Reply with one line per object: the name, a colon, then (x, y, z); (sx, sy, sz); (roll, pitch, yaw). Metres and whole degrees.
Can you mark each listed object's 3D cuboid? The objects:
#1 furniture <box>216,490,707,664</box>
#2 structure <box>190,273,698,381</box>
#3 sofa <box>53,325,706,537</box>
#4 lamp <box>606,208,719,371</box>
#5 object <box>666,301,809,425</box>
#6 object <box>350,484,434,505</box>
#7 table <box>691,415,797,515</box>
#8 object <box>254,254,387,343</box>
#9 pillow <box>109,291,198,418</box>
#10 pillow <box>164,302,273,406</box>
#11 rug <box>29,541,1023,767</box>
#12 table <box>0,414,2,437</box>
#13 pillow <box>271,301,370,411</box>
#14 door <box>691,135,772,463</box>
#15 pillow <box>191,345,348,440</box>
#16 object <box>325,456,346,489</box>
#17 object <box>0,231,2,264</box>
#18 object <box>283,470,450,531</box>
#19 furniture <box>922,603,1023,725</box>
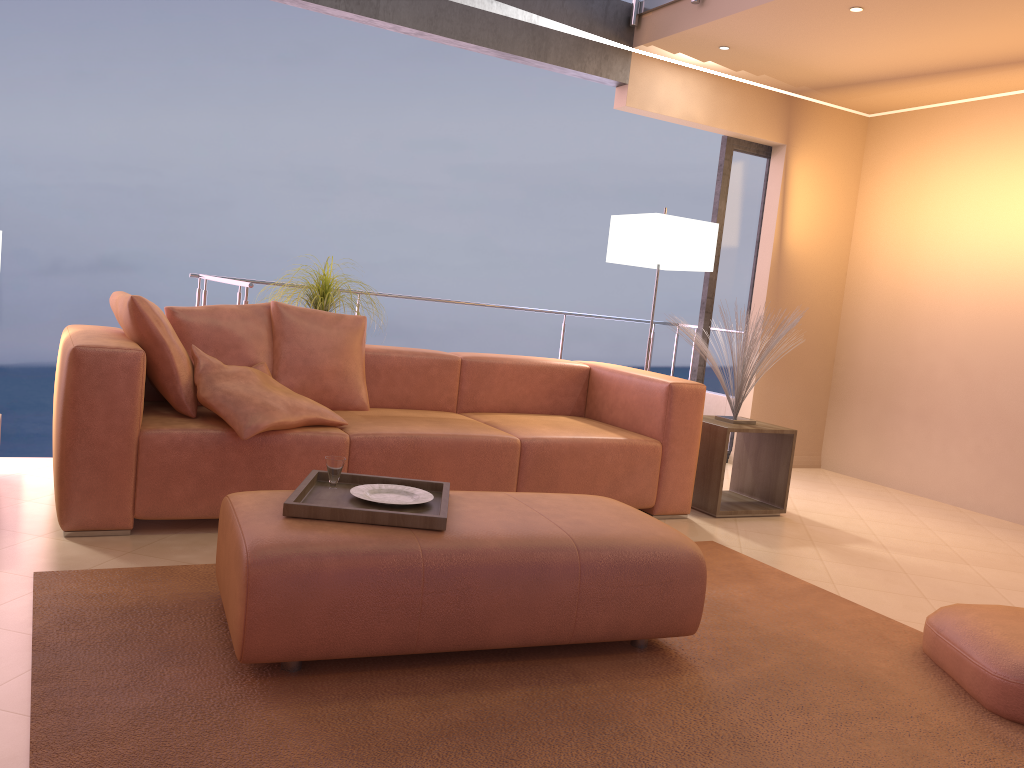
furniture: (-0.155, 0.506, 2.574); (1.291, 0.301, 0.685); (4, 6, -23)
structure: (0.039, -0.260, 6.216); (4.176, 0.541, 1.663); (3, 6, -28)
sofa: (-0.505, 0.194, 4.006); (2.781, 0.672, 0.943); (3, 6, -28)
lamp: (0.816, -0.251, 5.266); (0.454, 1.578, 0.454); (3, 6, -28)
object: (1.152, -0.128, 4.644); (0.703, 0.634, 0.700); (8, 6, 18)
object: (-0.346, 0.324, 2.552); (0.240, 0.018, 0.240); (9, 6, 25)
table: (1.133, 0.412, 4.620); (0.469, 0.436, 0.415); (3, 6, -28)
object: (-1.072, -0.159, 4.845); (0.729, 1.088, 0.703); (9, 6, 30)
pillow: (-1.378, -0.119, 3.458); (0.314, 0.455, 0.519); (3, 6, -32)
pillow: (-1.203, -0.136, 3.763); (0.492, 0.446, 0.255); (1, 8, -45)
rug: (0.153, 0.750, 2.467); (2.626, 0.005, 1.833); (3, 6, -28)
table: (-2.090, 0.308, 3.177); (0.412, 0.268, 0.918); (3, 6, -28)
pillow: (-0.856, -0.115, 3.946); (0.470, 0.468, 0.211); (3, 7, -33)
door: (1.475, -0.532, 5.966); (0.480, 2.160, 0.056); (3, 6, -28)
pillow: (-0.993, 0.016, 3.453); (0.514, 0.292, 0.517); (9, 6, 31)
object: (-0.524, 0.263, 2.614); (0.061, 0.091, 0.061); (1, 8, -44)
object: (-2.202, -0.262, 3.364); (0.344, 0.799, 0.344); (11, 7, 40)
object: (-0.390, 0.321, 2.501); (0.421, 0.034, 0.436); (6, 5, -3)
furniture: (1.622, 0.817, 2.568); (0.699, 0.226, 0.659); (6, 5, 1)
